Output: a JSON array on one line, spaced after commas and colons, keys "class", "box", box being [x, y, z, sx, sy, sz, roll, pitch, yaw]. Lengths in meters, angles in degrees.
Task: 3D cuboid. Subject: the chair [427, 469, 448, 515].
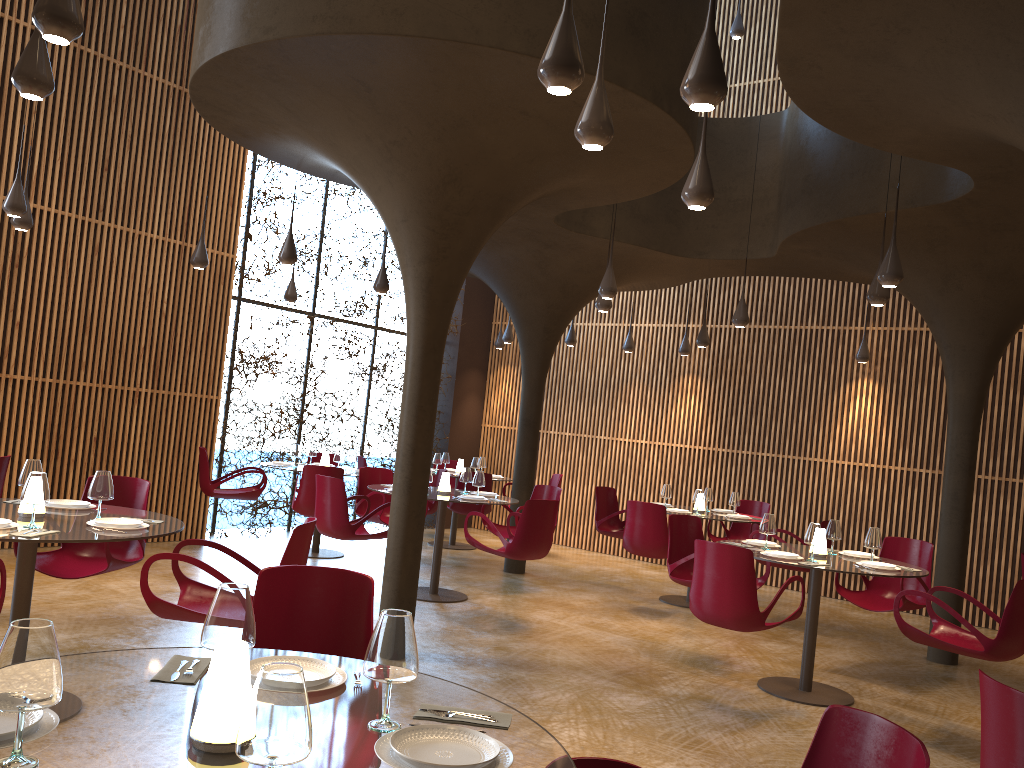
[{"class": "chair", "box": [-1.334, 1.432, 11.948, 0.873, 0.635, 0.625, 6, -2, -13]}]

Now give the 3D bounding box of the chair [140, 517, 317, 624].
[{"class": "chair", "box": [-1.609, 1.065, 5.145, 0.873, 0.635, 0.625, 6, -2, -5]}]

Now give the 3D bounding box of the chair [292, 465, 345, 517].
[{"class": "chair", "box": [-2.278, 1.265, 10.554, 0.625, 0.635, 0.873, 6, -2, -13]}]

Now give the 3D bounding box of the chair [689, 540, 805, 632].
[{"class": "chair", "box": [1.697, 1.476, 6.533, 0.624, 0.635, 0.874, 4, -3, 42]}]

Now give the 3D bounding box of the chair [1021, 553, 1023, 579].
[{"class": "chair", "box": [4.952, 1.877, 7.805, 0.872, 0.635, 0.626, 4, -3, 43]}]

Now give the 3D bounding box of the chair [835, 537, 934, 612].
[{"class": "chair", "box": [3.447, 1.735, 8.093, 0.874, 0.635, 0.624, 8, -3, -43]}]

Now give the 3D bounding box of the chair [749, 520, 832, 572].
[{"class": "chair", "box": [3.253, 1.819, 10.188, 0.872, 0.635, 0.626, 4, -3, 37]}]

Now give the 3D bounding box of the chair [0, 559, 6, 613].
[{"class": "chair", "box": [-2.733, 0.887, 3.894, 0.625, 0.635, 0.873, 6, -2, -5]}]

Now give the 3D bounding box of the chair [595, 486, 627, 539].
[{"class": "chair", "box": [1.478, 1.704, 11.574, 0.872, 0.635, 0.626, 4, -3, 42]}]

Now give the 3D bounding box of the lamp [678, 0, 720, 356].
[{"class": "lamp", "box": [3.006, -3.563, 13.887, 0.196, 6.273, 0.196, 7, -1, -28]}]

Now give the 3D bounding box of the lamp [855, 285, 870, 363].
[{"class": "lamp", "box": [5.172, -3.415, 12.343, 0.196, 6.273, 0.195, 7, -2, -38]}]

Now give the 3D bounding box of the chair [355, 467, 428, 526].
[{"class": "chair", "box": [-1.474, 1.347, 10.531, 0.626, 0.635, 0.872, 8, -3, -38]}]

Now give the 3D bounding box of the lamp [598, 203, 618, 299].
[{"class": "lamp", "box": [1.284, -3.982, 9.028, 0.196, 6.273, 0.196, 6, -1, -18]}]

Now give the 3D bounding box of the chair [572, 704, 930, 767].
[{"class": "chair", "box": [0.531, 1.139, 2.175, 0.873, 0.635, 0.625, 6, -2, -8]}]

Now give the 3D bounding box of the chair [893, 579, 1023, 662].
[{"class": "chair", "box": [3.324, 1.639, 6.410, 0.626, 0.635, 0.872, 8, -3, -43]}]

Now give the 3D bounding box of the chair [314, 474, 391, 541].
[{"class": "chair", "box": [-1.593, 1.258, 8.980, 0.624, 0.635, 0.874, 4, -3, 42]}]

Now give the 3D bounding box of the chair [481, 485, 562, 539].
[{"class": "chair", "box": [0.158, 1.516, 10.541, 0.874, 0.635, 0.624, 8, -3, -43]}]

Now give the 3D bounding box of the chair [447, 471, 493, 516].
[{"class": "chair", "box": [-0.602, 1.540, 12.604, 0.625, 0.635, 0.873, 6, -2, -13]}]

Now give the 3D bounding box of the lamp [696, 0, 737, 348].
[{"class": "lamp", "box": [2.989, -3.634, 12.490, 0.196, 6.273, 0.195, 7, -2, -38]}]

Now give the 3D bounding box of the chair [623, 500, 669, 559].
[{"class": "chair", "box": [1.630, 1.643, 10.024, 0.624, 0.635, 0.874, 5, -3, 32]}]

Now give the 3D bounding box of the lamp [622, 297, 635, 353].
[{"class": "lamp", "box": [2.186, -3.628, 14.287, 0.196, 6.273, 0.195, 7, -2, -38]}]

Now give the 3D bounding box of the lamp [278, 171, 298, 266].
[{"class": "lamp", "box": [-1.946, -4.318, 9.009, 0.196, 6.273, 0.196, 6, -1, -8]}]

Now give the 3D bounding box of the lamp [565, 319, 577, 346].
[{"class": "lamp", "box": [1.255, -3.727, 14.223, 0.196, 6.273, 0.195, 7, -2, -38]}]

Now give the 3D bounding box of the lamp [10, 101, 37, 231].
[{"class": "lamp", "box": [-4.366, -4.591, 8.543, 0.195, 6.273, 0.196, 5, -2, 45]}]

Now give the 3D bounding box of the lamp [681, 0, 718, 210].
[{"class": "lamp", "box": [1.411, -4.155, 5.291, 0.196, 6.273, 0.196, 6, -1, -18]}]

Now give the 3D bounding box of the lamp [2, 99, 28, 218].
[{"class": "lamp", "box": [-4.055, -4.593, 7.862, 0.196, 6.273, 0.196, 7, -1, -25]}]

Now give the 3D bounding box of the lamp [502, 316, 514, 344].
[{"class": "lamp", "box": [0.247, -3.799, 14.873, 0.196, 6.273, 0.196, 7, -1, -28]}]

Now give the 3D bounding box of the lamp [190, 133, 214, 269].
[{"class": "lamp", "box": [-3.147, -4.398, 9.887, 0.196, 6.273, 0.196, 6, -1, 12]}]

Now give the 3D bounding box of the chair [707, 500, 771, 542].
[{"class": "chair", "box": [3.083, 1.885, 11.868, 0.624, 0.635, 0.874, 4, -3, 37]}]

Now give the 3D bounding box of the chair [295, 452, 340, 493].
[{"class": "chair", "box": [-2.753, 1.325, 12.760, 0.625, 0.635, 0.873, 6, -2, -8]}]

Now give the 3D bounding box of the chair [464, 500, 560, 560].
[{"class": "chair", "box": [0.035, 1.420, 8.857, 0.626, 0.635, 0.872, 8, -3, -43]}]

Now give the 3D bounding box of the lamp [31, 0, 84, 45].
[{"class": "lamp", "box": [-1.561, -4.540, 3.734, 0.195, 6.273, 0.196, 5, -2, 42]}]

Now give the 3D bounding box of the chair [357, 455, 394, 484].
[{"class": "chair", "box": [-1.953, 1.447, 13.528, 0.873, 0.635, 0.625, 7, -2, -18]}]

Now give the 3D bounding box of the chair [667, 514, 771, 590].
[{"class": "chair", "box": [1.816, 1.566, 8.084, 0.626, 0.635, 0.872, 8, -3, -38]}]

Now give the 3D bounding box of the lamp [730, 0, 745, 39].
[{"class": "lamp", "box": [3.091, -5.696, 11.778, 0.195, 2.223, 0.196, 5, -1, 22]}]

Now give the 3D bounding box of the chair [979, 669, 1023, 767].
[{"class": "chair", "box": [1.962, 1.322, 2.869, 0.872, 0.635, 0.625, 6, -2, -1]}]

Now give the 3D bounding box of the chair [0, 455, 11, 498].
[{"class": "chair", "box": [-4.571, 0.858, 7.149, 0.873, 0.635, 0.625, 6, -2, -13]}]

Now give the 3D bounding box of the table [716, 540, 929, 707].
[{"class": "table", "box": [2.478, 1.989, 7.336, 1.675, 1.129, 1.671, 7, -3, -34]}]

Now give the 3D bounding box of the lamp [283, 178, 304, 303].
[{"class": "lamp", "box": [-2.725, -4.237, 12.247, 0.196, 6.273, 0.196, 7, -1, -28]}]

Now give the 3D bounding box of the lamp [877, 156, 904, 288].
[{"class": "lamp", "box": [3.265, -3.879, 6.984, 0.196, 6.273, 0.196, 6, -1, -18]}]

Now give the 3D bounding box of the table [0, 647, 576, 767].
[{"class": "table", "box": [-0.731, 1.393, 2.040, 1.672, 1.129, 1.673, 6, -2, -2]}]

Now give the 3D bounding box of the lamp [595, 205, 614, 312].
[{"class": "lamp", "box": [1.341, -3.929, 9.989, 0.196, 6.273, 0.196, 6, -1, -18]}]

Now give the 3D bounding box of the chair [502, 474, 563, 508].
[{"class": "chair", "box": [0.342, 1.707, 13.998, 0.873, 0.635, 0.625, 6, -2, -13]}]

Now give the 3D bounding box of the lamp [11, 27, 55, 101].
[{"class": "lamp", "box": [-2.084, -4.556, 4.512, 0.195, 6.273, 0.196, 5, -2, 42]}]

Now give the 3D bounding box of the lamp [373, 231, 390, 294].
[{"class": "lamp", "box": [-1.211, -4.172, 10.409, 0.196, 6.273, 0.196, 6, -1, -8]}]

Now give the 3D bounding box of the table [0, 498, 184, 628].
[{"class": "table", "box": [-2.841, 1.328, 5.118, 1.672, 1.129, 1.674, 6, -2, 1]}]

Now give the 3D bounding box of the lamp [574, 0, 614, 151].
[{"class": "lamp", "box": [0.716, -4.272, 4.392, 0.196, 6.273, 0.196, 7, -1, -28]}]

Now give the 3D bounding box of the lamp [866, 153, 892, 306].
[{"class": "lamp", "box": [3.527, -3.809, 7.846, 0.196, 6.273, 0.196, 6, -1, -18]}]

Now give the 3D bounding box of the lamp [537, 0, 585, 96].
[{"class": "lamp", "box": [0.517, -4.326, 3.721, 0.195, 6.273, 0.196, 5, -1, 22]}]

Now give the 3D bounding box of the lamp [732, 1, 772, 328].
[{"class": "lamp", "box": [2.898, -3.763, 10.090, 0.196, 6.273, 0.195, 7, -2, -38]}]

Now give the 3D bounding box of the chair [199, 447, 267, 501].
[{"class": "chair", "box": [-3.628, 1.171, 11.478, 0.873, 0.635, 0.625, 7, -2, -18]}]

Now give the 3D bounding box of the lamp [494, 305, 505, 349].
[{"class": "lamp", "box": [0.091, -3.755, 16.083, 0.196, 6.273, 0.196, 7, -1, -28]}]

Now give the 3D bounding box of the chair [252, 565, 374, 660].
[{"class": "chair", "box": [-0.771, 1.058, 3.245, 0.625, 0.635, 0.873, 6, -2, -8]}]

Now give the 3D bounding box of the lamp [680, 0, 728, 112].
[{"class": "lamp", "box": [1.110, -4.263, 3.742, 0.195, 6.273, 0.196, 5, -1, 22]}]

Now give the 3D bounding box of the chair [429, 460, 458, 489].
[{"class": "chair", "box": [-1.078, 1.601, 14.810, 0.625, 0.635, 0.873, 6, -2, -8]}]

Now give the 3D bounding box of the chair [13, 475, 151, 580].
[{"class": "chair", "box": [-2.905, 0.981, 6.143, 0.625, 0.635, 0.873, 6, -2, 0]}]
